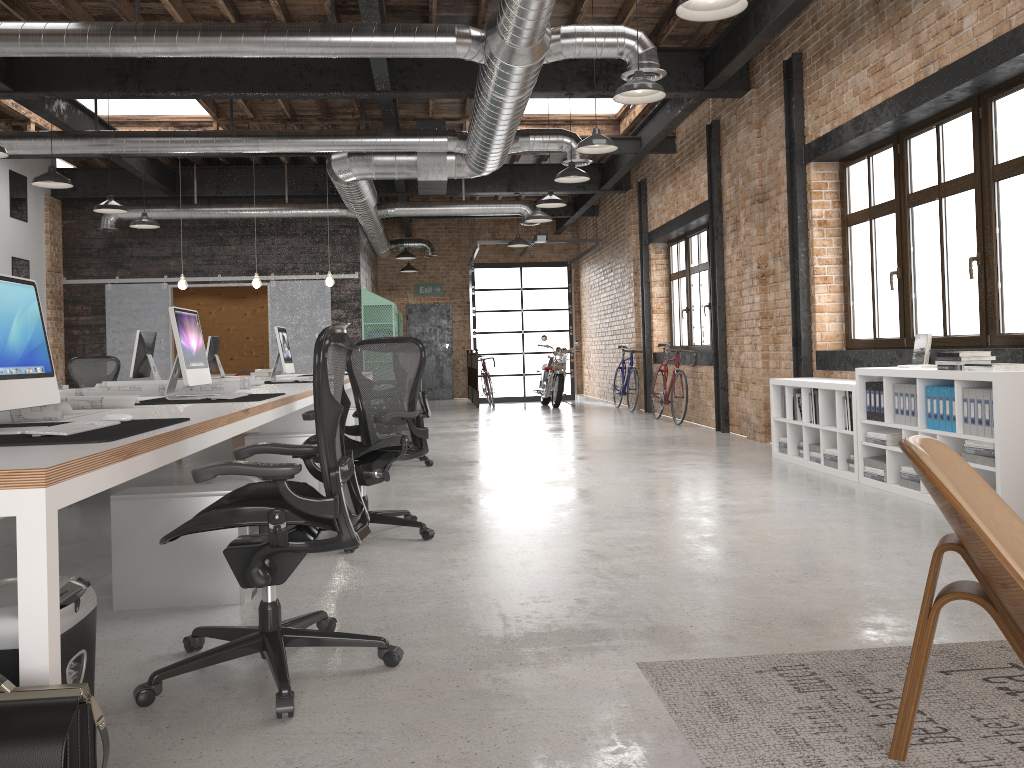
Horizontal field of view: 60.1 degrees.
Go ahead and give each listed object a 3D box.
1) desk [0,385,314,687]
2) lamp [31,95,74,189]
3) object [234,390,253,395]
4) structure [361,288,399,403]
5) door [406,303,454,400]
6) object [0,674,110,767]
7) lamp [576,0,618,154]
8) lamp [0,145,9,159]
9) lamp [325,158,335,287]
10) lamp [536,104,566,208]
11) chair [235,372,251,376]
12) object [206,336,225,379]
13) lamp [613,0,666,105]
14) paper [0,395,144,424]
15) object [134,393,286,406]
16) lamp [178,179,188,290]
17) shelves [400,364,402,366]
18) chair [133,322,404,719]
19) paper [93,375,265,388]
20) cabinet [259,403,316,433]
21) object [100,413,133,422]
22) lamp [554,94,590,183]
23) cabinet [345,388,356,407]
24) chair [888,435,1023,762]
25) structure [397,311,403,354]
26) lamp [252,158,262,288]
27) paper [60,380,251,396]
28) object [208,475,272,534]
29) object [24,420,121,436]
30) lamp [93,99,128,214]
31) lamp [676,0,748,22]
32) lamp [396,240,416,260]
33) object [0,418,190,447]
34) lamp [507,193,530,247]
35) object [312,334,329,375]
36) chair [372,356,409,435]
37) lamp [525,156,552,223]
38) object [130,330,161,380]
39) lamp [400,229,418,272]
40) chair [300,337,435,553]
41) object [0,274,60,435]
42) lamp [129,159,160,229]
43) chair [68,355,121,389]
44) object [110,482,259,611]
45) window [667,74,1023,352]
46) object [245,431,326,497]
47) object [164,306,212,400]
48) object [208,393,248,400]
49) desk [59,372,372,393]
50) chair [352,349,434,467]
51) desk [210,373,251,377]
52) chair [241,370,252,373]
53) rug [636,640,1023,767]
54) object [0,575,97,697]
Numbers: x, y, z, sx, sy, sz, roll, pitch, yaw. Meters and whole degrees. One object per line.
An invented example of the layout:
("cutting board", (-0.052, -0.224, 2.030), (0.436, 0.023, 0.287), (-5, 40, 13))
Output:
("desk", (-2.314, 0.507, 4.208), (2.312, 0.770, 5.111), (-2, 2, -5))
("lamp", (-4.405, -2.328, 8.473), (0.362, 0.857, 0.362), (-2, 0, 2))
("object", (-1.541, 0.048, 5.073), (0.106, 0.028, 0.059), (-2, 1, -6))
("structure", (-2.187, -0.539, 14.888), (0.556, 2.101, 1.117), (-2, 0, -5))
("door", (-1.797, -0.710, 19.427), (0.998, 2.101, 0.218), (-2, -1, -5))
("object", (-1.009, 0.735, 1.654), (0.548, 0.430, 0.268), (-2, 0, -7))
("lamp", (0.710, -2.698, 7.628), (0.362, 1.364, 0.361), (-1, -1, -33))
("lamp", (-4.290, -2.538, 7.160), (0.362, 1.364, 0.361), (-1, -1, -13))
("lamp", (-2.373, -2.094, 11.433), (0.123, 1.679, 0.123), (-2, -1, -7))
("lamp", (0.444, -2.791, 10.488), (0.362, 1.364, 0.361), (-2, -1, 2))
("chair", (-4.612, 0.175, 15.379), (0.618, 0.778, 0.580), (-2, 0, -11))
("object", (-3.448, -0.308, 10.265), (0.189, 0.485, 0.484), (-2, 1, -5))
("lamp", (0.861, -2.394, 6.080), (0.362, 0.857, 0.362), (-2, 0, 12))
("paper", (-2.129, 0.100, 3.623), (0.975, 0.105, 1.075), (-2, 2, -8))
("object", (-1.628, 0.081, 4.754), (0.687, 0.008, 0.848), (-2, 2, -5))
("lamp", (-4.205, -2.036, 11.261), (0.123, 1.679, 0.123), (-2, -1, -7))
("shelves", (-2.285, 0.030, 16.385), (0.567, 0.856, 0.985), (-2, 1, -5))
("chair", (-0.756, 0.357, 2.749), (0.793, 1.086, 0.770), (-2, 0, -22))
("paper", (-2.571, 0.000, 6.813), (0.976, 0.105, 1.074), (-3, 3, -41))
("cabinet", (-1.604, 0.465, 6.571), (0.460, 0.648, 0.387), (-2, 0, -5))
("object", (-1.350, 0.115, 3.024), (0.106, 0.028, 0.059), (-2, 1, -4))
("lamp", (0.595, -2.487, 8.940), (0.362, 0.857, 0.362), (-2, 0, 17))
("cabinet", (-1.879, 0.368, 9.521), (0.460, 0.648, 0.387), (-2, 0, -5))
("chair", (1.355, 0.494, 1.868), (0.857, 0.753, 0.867), (-2, 1, -29))
("structure", (-2.471, -0.639, 17.946), (0.556, 2.101, 1.117), (-2, 0, -5))
("lamp", (-3.289, -2.065, 11.347), (0.123, 1.679, 0.123), (-2, -1, -7))
("paper", (-2.196, 0.036, 5.451), (1.134, 0.082, 0.083), (-2, 1, -11))
("object", (-1.219, 0.635, 4.031), (0.250, 0.466, 0.338), (-2, 0, -5))
("object", (-1.327, 0.132, 2.697), (0.118, 0.017, 0.439), (-2, 2, -5))
("lamp", (-4.556, -2.632, 10.021), (0.362, 1.364, 0.361), (-2, -1, 2))
("lamp", (0.999, -2.596, 4.529), (0.362, 1.364, 0.362), (-2, -1, 12))
("lamp", (-1.904, -2.897, 15.734), (0.362, 1.339, 0.361), (-1, -1, -28))
("object", (-1.437, 0.148, 2.698), (0.687, 0.008, 0.848), (-2, 2, -5))
("lamp", (0.091, -2.665, 14.359), (0.362, 0.857, 0.361), (-1, 0, -28))
("object", (-2.291, -0.353, 10.590), (0.189, 0.485, 0.484), (-2, 1, -5))
("chair", (-1.469, 0.099, 10.630), (0.793, 1.086, 0.770), (-2, 0, -27))
("lamp", (0.340, -2.577, 11.685), (0.362, 0.857, 0.362), (-2, 0, 12))
("object", (-3.220, -0.228, 7.808), (0.189, 0.485, 0.484), (-2, 1, -5))
("lamp", (-2.133, -2.978, 18.193), (0.362, 1.339, 0.361), (-1, -1, -28))
("chair", (-0.791, 0.285, 4.808), (0.770, 1.086, 0.792), (-2, 0, 18))
("object", (-1.557, -0.095, 2.705), (0.189, 0.485, 0.484), (-2, 1, -5))
("lamp", (-4.660, -2.418, 11.217), (0.362, 0.857, 0.362), (-2, 0, 12))
("chair", (-4.833, 0.201, 10.466), (0.792, 1.086, 0.771), (-2, 0, 33))
("object", (-1.327, 0.658, 3.642), (0.541, 0.455, 0.221), (-2, 0, -5))
("window", (2.756, -1.170, 9.061), (0.147, 1.691, 8.636), (-2, 2, -5))
("object", (-1.565, 0.575, 6.195), (0.541, 0.455, 0.221), (-2, 0, -5))
("object", (-1.748, -0.162, 4.754), (0.189, 0.485, 0.484), (-2, 1, -5))
("object", (-1.518, 0.065, 4.746), (0.118, 0.017, 0.439), (-2, 2, -5))
("desk", (-2.789, 0.341, 9.305), (2.312, 0.770, 5.111), (-2, 2, -5))
("chair", (-1.091, 0.186, 7.870), (0.792, 1.086, 0.770), (-2, 0, 3))
("desk", (-4.748, 0.168, 16.337), (1.999, 0.732, 0.998), (-2, 1, -5))
("chair", (-5.251, 0.125, 17.306), (0.618, 0.778, 0.580), (-2, 0, -11))
("rug", (1.881, 0.872, 1.386), (2.729, 0.004, 2.997), (-2, 2, -5))
("object", (-1.111, 0.703, 2.009), (0.250, 0.466, 0.338), (-2, 0, -5))
